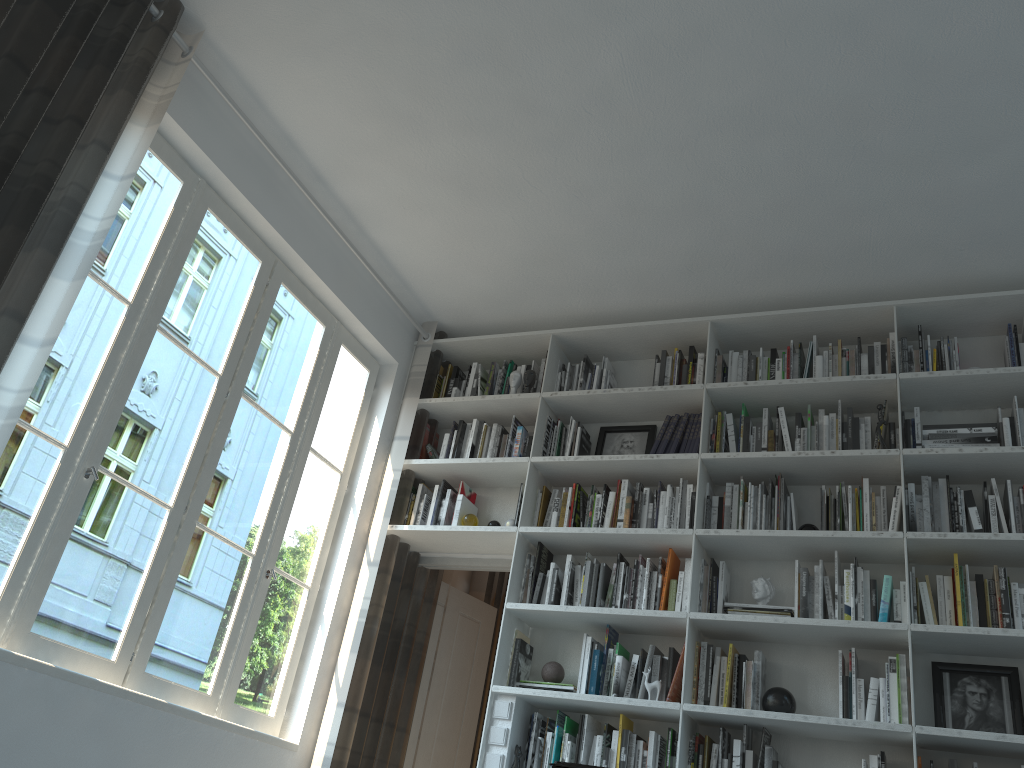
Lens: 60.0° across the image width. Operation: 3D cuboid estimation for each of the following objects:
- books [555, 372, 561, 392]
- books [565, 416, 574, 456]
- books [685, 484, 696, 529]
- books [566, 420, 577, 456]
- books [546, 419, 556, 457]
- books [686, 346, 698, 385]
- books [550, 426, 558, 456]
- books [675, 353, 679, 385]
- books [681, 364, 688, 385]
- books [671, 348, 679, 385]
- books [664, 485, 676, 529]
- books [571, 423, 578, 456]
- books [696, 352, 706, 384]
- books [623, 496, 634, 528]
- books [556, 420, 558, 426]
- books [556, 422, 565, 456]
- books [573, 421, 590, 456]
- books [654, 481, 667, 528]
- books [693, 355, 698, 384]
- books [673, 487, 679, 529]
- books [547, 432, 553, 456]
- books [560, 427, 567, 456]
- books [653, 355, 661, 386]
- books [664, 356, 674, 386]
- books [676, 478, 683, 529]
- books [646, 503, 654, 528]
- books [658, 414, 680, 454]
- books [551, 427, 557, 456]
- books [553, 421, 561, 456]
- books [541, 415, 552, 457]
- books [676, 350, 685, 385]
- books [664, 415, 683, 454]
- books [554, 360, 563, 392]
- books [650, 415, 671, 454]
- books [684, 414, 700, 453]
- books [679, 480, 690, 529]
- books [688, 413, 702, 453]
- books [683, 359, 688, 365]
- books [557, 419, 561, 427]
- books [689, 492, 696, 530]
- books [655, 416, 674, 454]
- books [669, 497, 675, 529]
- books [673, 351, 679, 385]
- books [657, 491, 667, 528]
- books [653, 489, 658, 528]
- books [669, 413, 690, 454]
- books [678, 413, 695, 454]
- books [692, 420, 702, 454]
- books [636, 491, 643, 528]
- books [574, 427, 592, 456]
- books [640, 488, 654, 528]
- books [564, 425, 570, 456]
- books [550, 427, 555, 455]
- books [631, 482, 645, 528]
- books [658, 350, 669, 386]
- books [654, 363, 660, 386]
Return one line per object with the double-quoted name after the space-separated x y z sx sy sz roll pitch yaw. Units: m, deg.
0.266 0.060 4.756 0.017 0.203 0.143 -3 -31 24 "books"
0.317 0.334 4.549 0.005 0.279 0.191 -3 -31 24 "books"
0.840 0.622 4.108 0.035 0.262 0.178 -3 -31 24 "books"
0.324 0.338 4.530 0.023 0.257 0.184 -3 -31 24 "books"
0.215 0.340 4.600 0.006 0.286 0.149 -3 -31 24 "books"
0.915 -0.025 4.476 0.025 0.295 0.164 -3 -31 24 "books"
0.242 0.358 4.563 0.009 0.227 0.185 -3 -31 24 "books"
0.853 -0.004 4.500 0.010 0.262 0.157 -3 -31 24 "books"
0.887 0.028 4.470 0.027 0.189 0.178 -3 -31 24 "books"
0.845 -0.014 4.545 0.014 0.319 0.137 -3 -31 24 "books"
0.747 0.627 4.147 0.022 0.262 0.175 -3 -31 24 "books"
0.342 0.346 4.528 0.011 0.248 0.169 -3 -31 24 "books"
0.961 -0.004 4.454 0.031 0.253 0.179 -3 -31 24 "books"
0.570 0.661 4.198 0.029 0.194 0.193 -3 -31 24 "books"
0.239 0.344 4.590 0.005 0.276 0.147 -3 -31 24 "books"
0.267 0.344 4.548 0.004 0.245 0.190 -3 -31 24 "books"
0.352 0.342 4.524 0.012 0.253 0.167 -3 -31 24 "books"
0.708 0.624 4.174 0.012 0.279 0.189 -3 -31 24 "books"
0.942 0.002 4.477 0.022 0.259 0.153 -3 -31 24 "books"
0.789 0.635 4.150 0.024 0.264 0.155 -3 -31 24 "books"
0.219 0.377 4.579 0.015 0.206 0.173 -3 -31 24 "books"
0.287 0.358 4.537 0.018 0.217 0.187 -3 -31 24 "books"
0.753 0.006 4.567 0.013 0.276 0.151 -3 -31 24 "books"
0.810 0.005 4.516 0.028 0.248 0.156 -3 -31 24 "books"
0.797 0.608 4.125 0.012 0.289 0.183 -3 -31 24 "books"
0.664 0.674 4.181 0.022 0.185 0.137 -3 -31 24 "books"
0.776 0.311 4.341 0.110 0.278 0.175 -3 -31 24 "books"
0.243 0.359 4.549 0.004 0.213 0.187 -3 -31 24 "books"
0.257 0.345 4.568 0.009 0.259 0.185 -3 -31 24 "books"
0.199 0.333 4.599 0.005 0.291 0.185 -3 -31 24 "books"
0.863 -0.009 4.499 0.011 0.273 0.184 -3 -31 24 "books"
0.804 0.318 4.346 0.110 0.278 0.175 -3 -31 24 "books"
0.265 0.030 4.787 0.007 0.283 0.160 -3 -31 24 "books"
0.738 0.317 4.367 0.110 0.278 0.175 -3 -31 24 "books"
0.885 0.311 4.317 0.078 0.284 0.175 -3 -31 24 "books"
0.817 0.614 4.128 0.022 0.288 0.170 -3 -31 24 "books"
0.904 0.308 4.304 0.078 0.284 0.175 -3 -31 24 "books"
0.884 0.014 4.513 0.013 0.253 0.130 -3 -31 24 "books"
0.246 0.340 4.593 0.006 0.287 0.144 -3 -31 24 "books"
0.859 0.634 4.059 0.039 0.201 0.237 -3 -31 24 "books"
0.763 0.321 4.365 0.110 0.278 0.175 -3 -31 24 "books"
0.764 0.657 4.136 0.013 0.205 0.173 -3 -31 24 "books"
0.849 -0.006 4.519 0.013 0.282 0.167 -3 -31 24 "books"
0.721 0.642 4.151 0.030 0.229 0.173 -3 -31 24 "books"
0.692 0.643 4.193 0.035 0.259 0.131 -3 -31 24 "books"
0.824 0.304 4.319 0.097 0.281 0.175 -3 -31 24 "books"
0.862 0.310 4.323 0.078 0.284 0.175 -3 -31 24 "books"
0.919 0.299 4.284 0.078 0.284 0.175 -3 -31 24 "books"
0.621 0.650 4.200 0.013 0.231 0.172 -3 -31 24 "books"
0.357 0.355 4.503 0.012 0.213 0.186 -3 -31 24 "books"
0.648 0.644 4.210 0.029 0.259 0.158 -3 -31 24 "books"
0.304 0.352 4.546 0.019 0.242 0.154 -3 -31 24 "books"
0.231 0.362 4.583 0.005 0.237 0.154 -3 -31 24 "books"
0.613 0.634 4.229 0.025 0.284 0.162 -3 -31 24 "books"
0.789 -0.006 4.535 0.024 0.278 0.188 -3 -31 24 "books"
0.762 0.024 4.535 0.028 0.217 0.154 -3 -31 24 "books"
